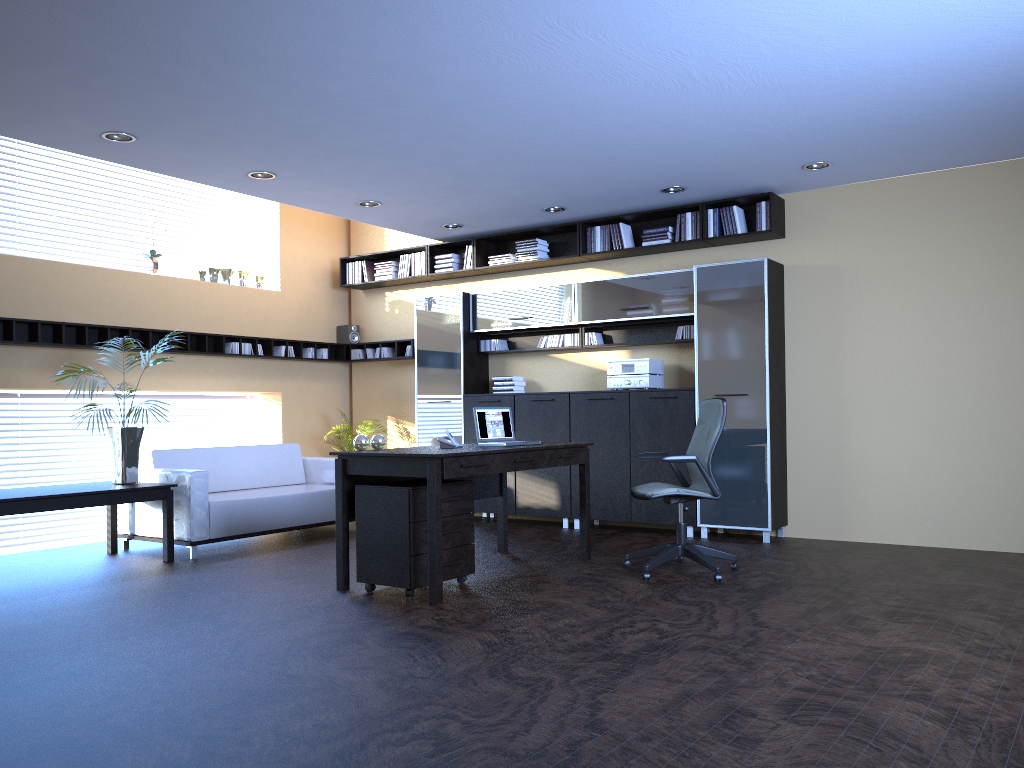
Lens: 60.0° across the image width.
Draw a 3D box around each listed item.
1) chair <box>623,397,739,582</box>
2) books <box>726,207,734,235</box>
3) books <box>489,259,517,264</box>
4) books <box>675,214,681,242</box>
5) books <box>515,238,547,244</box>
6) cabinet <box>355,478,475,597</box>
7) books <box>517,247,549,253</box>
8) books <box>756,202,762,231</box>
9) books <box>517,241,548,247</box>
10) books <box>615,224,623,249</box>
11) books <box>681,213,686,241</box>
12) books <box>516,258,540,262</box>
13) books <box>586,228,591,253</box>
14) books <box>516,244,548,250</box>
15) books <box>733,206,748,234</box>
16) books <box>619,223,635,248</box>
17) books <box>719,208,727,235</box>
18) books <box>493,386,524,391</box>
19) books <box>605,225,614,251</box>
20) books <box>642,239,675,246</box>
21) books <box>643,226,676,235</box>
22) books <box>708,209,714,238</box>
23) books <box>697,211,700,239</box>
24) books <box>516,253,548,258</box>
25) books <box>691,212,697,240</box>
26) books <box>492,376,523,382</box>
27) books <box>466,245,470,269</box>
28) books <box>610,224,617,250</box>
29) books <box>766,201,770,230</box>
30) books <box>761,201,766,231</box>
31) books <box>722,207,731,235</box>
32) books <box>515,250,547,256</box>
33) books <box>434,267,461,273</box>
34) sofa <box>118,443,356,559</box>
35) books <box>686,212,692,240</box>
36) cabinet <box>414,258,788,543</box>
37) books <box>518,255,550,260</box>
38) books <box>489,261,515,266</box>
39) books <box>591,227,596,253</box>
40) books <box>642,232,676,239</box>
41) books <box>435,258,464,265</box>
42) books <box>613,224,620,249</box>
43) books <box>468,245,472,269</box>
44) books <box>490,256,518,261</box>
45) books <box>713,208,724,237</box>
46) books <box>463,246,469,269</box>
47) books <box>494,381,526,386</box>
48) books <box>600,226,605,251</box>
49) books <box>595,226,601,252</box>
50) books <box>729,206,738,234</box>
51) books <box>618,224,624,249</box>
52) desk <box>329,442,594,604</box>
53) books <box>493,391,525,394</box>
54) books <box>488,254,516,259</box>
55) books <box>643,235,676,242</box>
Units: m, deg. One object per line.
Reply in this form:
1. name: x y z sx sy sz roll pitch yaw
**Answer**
1. chair: 1.211 0.705 6.196 0.768 1.215 0.832 -1 -1 -9
2. books: 1.969 -1.428 7.872 0.075 0.259 0.207 -1 -1 35
3. books: -0.080 -1.269 9.270 0.258 0.028 0.207 -2 -2 35
4. books: 1.564 -1.412 8.154 0.055 0.260 0.207 -1 -1 35
5. books: 0.195 -1.451 9.090 0.258 0.028 0.207 -2 -2 34
6. cabinet: -0.609 0.983 5.766 0.500 0.680 0.634 -1 -1 34
7. books: 0.218 -1.366 9.087 0.258 0.028 0.207 -2 -2 34
8. books: 2.186 -1.435 7.736 0.050 0.258 0.207 -1 -1 34
9. books: 0.211 -1.423 9.075 0.258 0.028 0.207 -2 -2 34
10. books: 1.070 -1.393 8.491 0.072 0.257 0.207 -1 -1 35
11. books: 1.610 -1.414 8.126 0.050 0.258 0.207 -1 -1 35
12. books: 0.204 -1.251 9.081 0.258 0.028 0.207 -2 -2 34
13. books: 0.797 -1.385 8.687 0.050 0.258 0.207 -1 -1 35
14. books: 0.203 -1.394 9.084 0.258 0.028 0.207 -2 -2 34
15. books: 2.019 -1.430 7.832 0.075 0.259 0.207 -1 -1 34
16. books: 1.102 -1.397 8.458 0.072 0.257 0.207 -1 -1 34
17. books: 1.926 -1.425 7.922 0.075 0.259 0.207 -1 -1 35
18. books: -0.036 0.049 9.261 0.258 0.050 0.207 -2 -2 35
19. books: 0.968 -1.391 8.569 0.050 0.258 0.207 -1 -1 35
20. books: 1.382 -1.301 8.291 0.258 0.050 0.207 -2 -2 34
21. books: 1.388 -1.417 8.268 0.258 0.050 0.207 -2 -2 34
22. books: 1.818 -1.422 7.969 0.050 0.258 0.207 -1 -1 34
23. books: 1.734 -1.419 8.030 0.050 0.258 0.207 -1 -1 35
24. books: 0.209 -1.308 9.087 0.258 0.028 0.207 -2 -2 34
25. books: 1.692 -1.418 8.060 0.050 0.258 0.207 -1 -1 34
26. books: -0.046 -0.052 9.265 0.258 0.050 0.207 -2 -2 34
27. books: -0.409 -1.342 9.514 0.075 0.259 0.207 -1 -1 34
28. books: 1.020 -1.393 8.531 0.075 0.259 0.207 -1 -1 35
29. books: 2.254 -1.438 7.676 0.050 0.258 0.207 -1 -1 34
30. books: 2.217 -1.436 7.702 0.036 0.258 0.207 -1 -1 35
31. books: 1.941 -1.427 7.886 0.075 0.259 0.207 -1 -1 34
32. books: 0.199 -1.335 9.111 0.258 0.028 0.207 -2 -2 34
33. books: -0.683 -1.228 9.691 0.258 0.050 0.207 -2 -2 34
34. sofa: -2.375 0.998 8.132 1.014 0.848 2.057 -2 -2 34
35. books: 1.648 -1.416 8.089 0.050 0.258 0.207 -1 -1 34
36. cabinet: 0.678 0.200 8.707 3.877 2.398 0.490 -2 -1 34
37. books: 0.227 -1.280 9.077 0.258 0.028 0.207 -2 -2 35
38. books: -0.072 -1.241 9.261 0.258 0.028 0.207 -2 -2 35
39. books: 0.839 -1.387 8.658 0.050 0.258 0.207 -1 -1 35
40. books: 1.375 -1.375 8.286 0.258 0.031 0.207 -2 -2 34
41. books: -0.680 -1.330 9.695 0.258 0.050 0.207 -2 -2 34
42. books: 1.046 -1.394 8.513 0.075 0.259 0.207 -1 -1 34
43. books: -0.390 -1.343 9.484 0.075 0.259 0.207 -1 -1 34
44. books: -0.067 -1.298 9.268 0.258 0.028 0.207 -2 -2 34
45. books: 1.861 -1.424 7.940 0.050 0.258 0.207 -1 -1 34
46. books: -0.437 -1.341 9.528 0.075 0.259 0.207 -1 -1 34
47. books: -0.022 -0.002 9.261 0.258 0.050 0.207 -2 -2 35
48. books: 0.926 -1.390 8.600 0.050 0.258 0.207 -1 -1 34
49. books: 0.879 -1.388 8.624 0.050 0.258 0.207 -1 -1 35
50. books: 1.993 -1.429 7.851 0.075 0.259 0.207 -1 -1 34
51. books: 1.097 -1.396 8.492 0.072 0.257 0.207 -1 -1 35
52. desk: -0.264 0.889 6.248 0.914 0.890 1.895 -2 -2 34
53. books: -0.029 0.100 9.250 0.258 0.050 0.207 -2 -2 35
54. books: -0.081 -1.325 9.285 0.258 0.028 0.207 -2 -2 34
55. books: 1.386 -1.344 8.280 0.258 0.031 0.207 -2 -2 34
